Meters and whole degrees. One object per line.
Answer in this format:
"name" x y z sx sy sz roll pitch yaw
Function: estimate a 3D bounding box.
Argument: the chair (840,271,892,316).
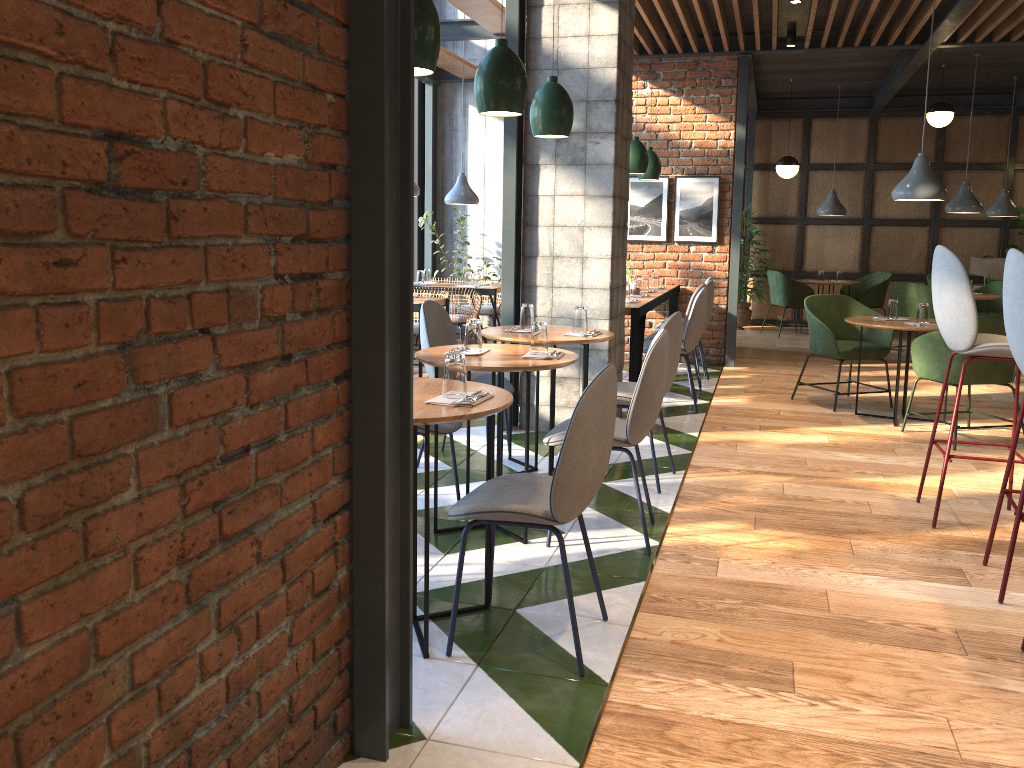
"chair" 4.534 -1.040 11.409 0.515 0.814 0.643 0 8 -9

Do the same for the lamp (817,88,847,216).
"lamp" 4.062 -4.339 10.876 0.353 4.463 0.354 -5 9 -38

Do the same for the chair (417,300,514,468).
"chair" -0.244 -0.006 4.832 0.508 0.882 0.420 3 8 17

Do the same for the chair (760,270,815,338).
"chair" 3.519 -1.025 11.229 0.515 0.814 0.643 0 8 -9

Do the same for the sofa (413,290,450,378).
"sofa" -1.068 -0.456 7.776 1.092 0.728 0.473 4 8 16

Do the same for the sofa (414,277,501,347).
"sofa" -0.533 -0.768 9.613 1.092 0.728 0.473 4 8 16

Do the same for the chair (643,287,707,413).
"chair" 1.154 -0.271 6.485 0.508 0.882 0.421 3 8 12

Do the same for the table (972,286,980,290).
"table" 5.673 -0.789 10.460 0.808 0.683 0.812 4 9 16

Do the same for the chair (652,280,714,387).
"chair" 1.454 -0.458 7.585 0.508 0.882 0.420 4 8 23

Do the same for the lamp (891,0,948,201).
"lamp" 2.817 -3.468 5.769 0.353 4.463 0.354 -5 9 -38

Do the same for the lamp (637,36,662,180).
"lamp" 1.274 -2.873 8.019 0.224 2.009 0.225 4 8 19

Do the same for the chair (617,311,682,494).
"chair" 0.603 0.056 4.557 0.508 0.882 0.420 4 8 22

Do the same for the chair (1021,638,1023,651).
"chair" 1.710 0.268 2.427 0.508 1.236 0.420 5 8 27

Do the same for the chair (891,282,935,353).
"chair" 4.165 -0.623 8.988 0.515 0.814 0.642 -3 9 -29

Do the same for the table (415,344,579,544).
"table" -0.070 0.241 3.841 0.700 0.742 0.703 -4 10 -31

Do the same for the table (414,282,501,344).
"table" -0.691 -0.663 9.074 1.272 0.702 0.662 4 9 16

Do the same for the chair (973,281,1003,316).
"chair" 5.099 -0.683 9.423 0.515 0.814 0.642 -3 9 -24

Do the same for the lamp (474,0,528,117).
"lamp" -0.031 -2.113 3.541 0.224 2.009 0.225 4 8 19

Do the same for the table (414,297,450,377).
"table" -1.225 -0.352 7.241 1.272 0.702 0.662 4 9 16

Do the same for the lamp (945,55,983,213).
"lamp" 4.655 -3.962 8.774 0.353 4.463 0.354 -5 9 -38

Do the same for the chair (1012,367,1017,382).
"chair" 4.656 -0.361 7.537 0.639 0.814 0.518 3 8 16

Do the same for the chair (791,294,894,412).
"chair" 2.520 -0.251 6.701 0.639 0.814 0.518 -2 9 -19

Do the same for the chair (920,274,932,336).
"chair" 5.366 -0.925 10.833 0.640 0.814 0.517 -6 11 -42

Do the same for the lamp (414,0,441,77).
"lamp" -0.312 -1.949 2.575 0.224 2.009 0.225 4 8 19

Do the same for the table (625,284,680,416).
"table" 0.930 -0.381 7.441 0.658 0.761 2.789 3 10 16

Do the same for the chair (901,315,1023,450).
"chair" 2.876 -0.053 5.600 0.638 0.814 0.518 -1 8 -14

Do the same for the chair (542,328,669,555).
"chair" 0.383 0.202 3.700 0.508 0.882 0.421 3 8 12

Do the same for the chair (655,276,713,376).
"chair" 1.568 -0.549 8.118 0.508 0.882 0.421 3 8 12

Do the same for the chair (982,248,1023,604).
"chair" 1.995 0.146 3.154 0.508 1.236 0.420 4 8 21

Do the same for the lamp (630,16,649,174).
"lamp" 1.027 -2.729 7.169 0.224 2.009 0.225 4 8 19

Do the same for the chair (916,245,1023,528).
"chair" 2.124 0.005 3.972 0.508 1.236 0.420 3 8 16

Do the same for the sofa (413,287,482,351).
"sofa" -0.847 -0.585 8.536 1.092 0.728 0.473 4 8 16

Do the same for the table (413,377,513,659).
"table" -0.352 0.405 2.875 0.700 0.742 0.703 -3 10 -27

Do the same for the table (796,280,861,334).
"table" 4.002 -0.968 11.327 0.809 0.683 0.811 -5 11 -34

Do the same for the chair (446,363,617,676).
"chair" 0.058 0.364 2.746 0.508 0.882 0.420 3 8 17

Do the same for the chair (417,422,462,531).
"chair" -0.480 0.144 3.951 0.508 0.882 0.420 3 8 17

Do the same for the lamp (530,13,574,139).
"lamp" 0.217 -2.257 4.391 0.224 2.009 0.225 4 8 19

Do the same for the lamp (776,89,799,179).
"lamp" 3.343 -4.343 10.433 0.268 3.771 0.269 -3 8 -31

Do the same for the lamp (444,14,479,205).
"lamp" -0.472 -4.039 8.722 0.353 4.463 0.354 -5 9 -38

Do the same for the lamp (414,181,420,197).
"lamp" -0.861 -3.683 6.643 0.353 4.463 0.355 -2 8 -22

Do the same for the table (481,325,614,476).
"table" 0.177 0.096 4.691 0.700 0.742 0.703 5 9 26

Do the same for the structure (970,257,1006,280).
"structure" 2.981 0.338 1.710 2.918 1.387 4.950 4 10 16

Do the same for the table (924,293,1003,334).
"table" 4.609 -0.588 9.207 0.808 0.683 0.811 -5 10 -32

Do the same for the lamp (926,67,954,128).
"lamp" 4.641 -4.637 9.320 0.268 3.771 0.270 0 7 -5

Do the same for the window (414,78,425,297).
"window" -2.248 -3.019 5.983 0.127 5.564 8.774 3 9 16

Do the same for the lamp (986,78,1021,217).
"lamp" 5.750 -4.162 10.025 0.353 4.463 0.354 -5 9 -38

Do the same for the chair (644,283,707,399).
"chair" 1.274 -0.367 7.044 0.508 0.882 0.420 4 8 22

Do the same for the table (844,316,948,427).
"table" 2.733 -0.093 6.197 0.809 0.683 0.810 -7 12 -43
